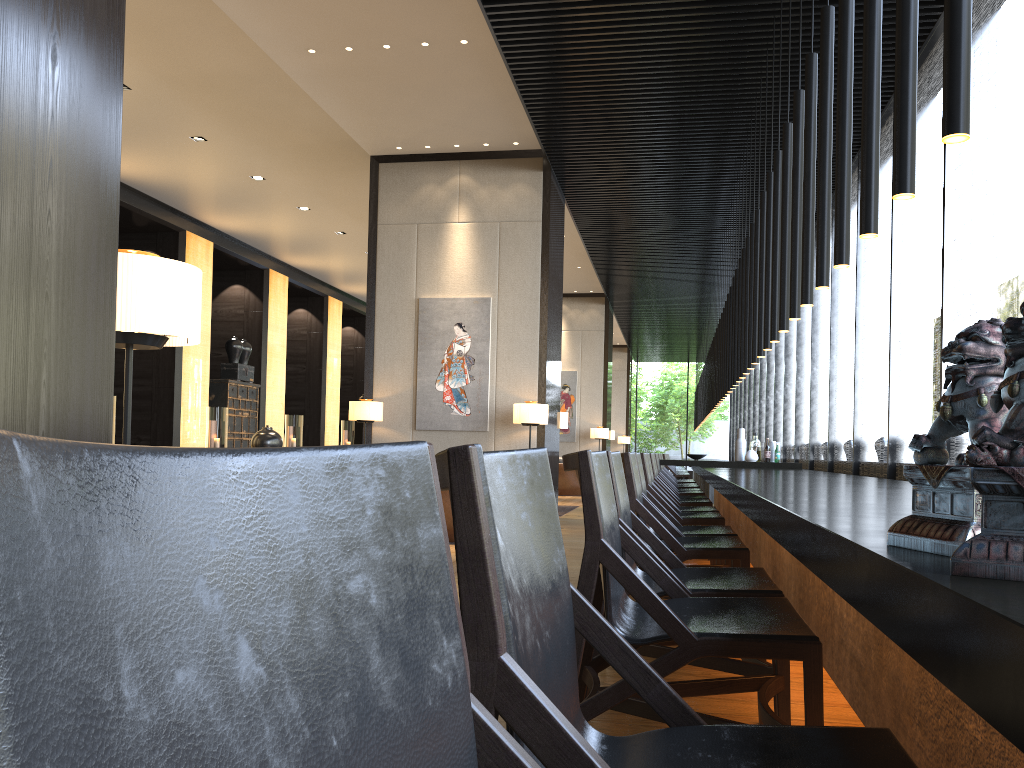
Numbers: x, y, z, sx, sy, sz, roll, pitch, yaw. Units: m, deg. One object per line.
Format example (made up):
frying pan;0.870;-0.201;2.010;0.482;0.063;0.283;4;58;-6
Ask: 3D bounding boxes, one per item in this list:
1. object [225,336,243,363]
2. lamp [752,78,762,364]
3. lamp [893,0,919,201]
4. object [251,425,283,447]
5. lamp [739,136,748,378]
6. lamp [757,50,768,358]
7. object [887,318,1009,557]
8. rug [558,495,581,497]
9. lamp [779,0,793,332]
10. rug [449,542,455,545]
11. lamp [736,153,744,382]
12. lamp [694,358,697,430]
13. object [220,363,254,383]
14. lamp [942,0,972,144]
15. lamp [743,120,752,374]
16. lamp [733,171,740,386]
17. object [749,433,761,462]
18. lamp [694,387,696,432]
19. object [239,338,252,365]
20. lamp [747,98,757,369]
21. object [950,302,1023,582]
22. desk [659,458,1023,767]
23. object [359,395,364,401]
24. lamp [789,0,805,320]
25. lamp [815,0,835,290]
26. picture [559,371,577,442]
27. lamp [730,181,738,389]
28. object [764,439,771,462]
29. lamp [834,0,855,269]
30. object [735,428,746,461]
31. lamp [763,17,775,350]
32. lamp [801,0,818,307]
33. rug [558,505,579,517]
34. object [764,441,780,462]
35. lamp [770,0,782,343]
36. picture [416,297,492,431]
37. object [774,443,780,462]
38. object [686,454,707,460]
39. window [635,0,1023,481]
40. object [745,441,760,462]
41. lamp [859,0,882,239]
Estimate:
object;-4.949;-0.608;15.762;0.311;0.492;0.312;2;-2;-23
lamp;2.024;-1.374;7.277;0.060;2.418;0.060;1;-1;5
lamp;1.162;-1.747;2.577;0.060;2.418;0.060;1;-1;5
object;-2.460;0.658;8.880;0.311;0.492;0.312;0;-2;29
lamp;2.275;-1.266;8.642;0.060;2.418;0.060;1;-1;5
lamp;1.934;-1.413;6.784;0.060;2.418;0.060;1;-1;15
object;0.642;0.068;1.177;0.207;0.310;0.162;2;-2;-10
rug;0.741;2.146;17.503;1.957;0.008;2.247;1;-4;10
lamp;1.676;-1.524;5.381;0.060;2.418;0.060;1;-1;5
rug;-0.859;1.453;8.782;1.957;0.008;2.247;1;-4;10
lamp;2.359;-1.229;9.099;0.060;2.418;0.060;1;-1;5
lamp;5.916;0.310;28.486;0.060;2.418;0.060;1;-1;15
object;-4.921;-0.190;15.910;0.365;0.314;0.607;1;-4;10
lamp;1.075;-1.784;2.106;0.060;2.418;0.060;1;-1;5
lamp;2.192;-1.301;8.193;0.060;2.418;0.060;1;-1;5
lamp;2.453;-1.189;9.613;0.060;2.418;0.060;1;-1;5
object;2.544;0.661;9.263;0.129;0.305;0.129;1;-1;-4
lamp;6.009;0.350;28.992;0.060;2.418;0.060;1;-1;15
object;-4.889;-0.582;16.089;0.311;0.492;0.312;2;-2;-8
lamp;2.105;-1.339;7.716;0.060;2.418;0.060;1;-1;5
object;0.592;0.047;0.932;0.209;0.312;0.164;0;-2;35
desk;2.972;1.568;14.100;1.779;0.758;28.801;1;-4;10
object;-1.780;0.252;10.819;0.176;0.245;0.116;1;-2;10
lamp;1.587;-1.563;4.895;0.060;2.418;0.060;1;-1;15
lamp;1.420;-1.635;3.984;0.060;2.418;0.060;1;-1;5
picture;0.953;0.473;18.793;0.834;1.500;0.037;1;-1;10
lamp;2.531;-1.155;10.037;0.060;2.418;0.060;1;-1;5
object;2.620;0.683;9.082;0.067;0.237;0.067;1;-1;4
lamp;1.336;-1.671;3.529;0.060;2.418;0.060;1;-1;5
object;2.391;0.636;9.247;0.113;0.344;0.113;1;-1;6
lamp;1.847;-1.450;6.314;0.060;2.418;0.060;1;-1;5
lamp;1.505;-1.598;4.449;0.060;2.418;0.060;1;-1;5
rug;-0.187;1.744;12.444;2.040;0.008;2.247;1;-4;10
object;2.698;0.701;9.181;0.168;0.219;0.169;1;-2;6
lamp;1.765;-1.486;5.867;0.060;2.418;0.060;1;-1;15
picture;-0.661;-0.225;10.000;0.834;1.500;0.037;1;-1;10
object;2.705;0.701;9.026;0.056;0.197;0.056;1;-1;12
object;1.938;0.772;9.309;0.227;0.067;0.228;0;-4;13
window;-1.101;-0.168;15.406;12.050;4.221;31.960;1;-4;10
object;2.465;0.690;9.106;0.135;0.217;0.136;1;-2;-2
lamp;1.246;-1.710;3.039;0.060;2.418;0.060;1;-1;5
